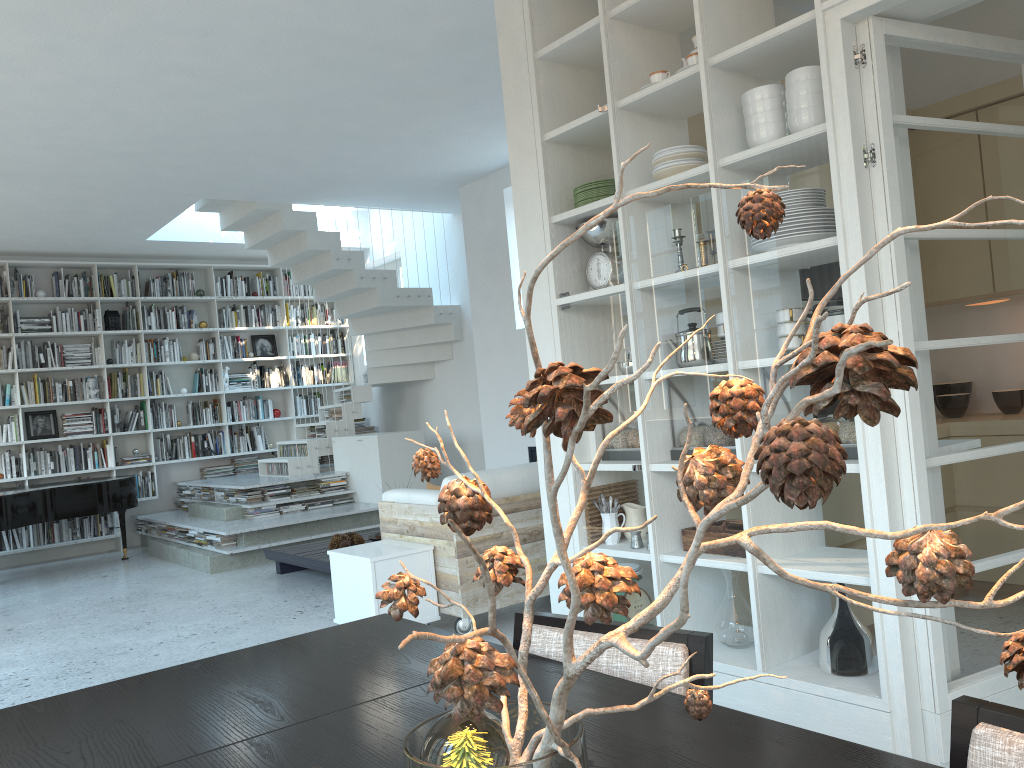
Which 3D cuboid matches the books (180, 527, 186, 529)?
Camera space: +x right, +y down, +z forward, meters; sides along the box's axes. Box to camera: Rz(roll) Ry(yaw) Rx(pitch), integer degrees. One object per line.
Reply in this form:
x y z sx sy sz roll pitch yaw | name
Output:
-3.106 1.372 8.556 0.160 0.008 0.239 -5 -1 -36 | books

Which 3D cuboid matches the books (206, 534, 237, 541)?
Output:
-2.561 1.348 7.825 0.156 0.027 0.287 -4 -1 -42 | books

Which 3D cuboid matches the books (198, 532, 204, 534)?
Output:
-2.753 1.336 8.063 0.178 0.010 0.196 -5 -1 -32 | books

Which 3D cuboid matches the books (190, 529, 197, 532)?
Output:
-2.921 1.357 8.313 0.139 0.013 0.288 -5 -1 -32 | books

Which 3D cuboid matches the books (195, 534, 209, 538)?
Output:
-2.748 1.370 8.064 0.168 0.013 0.281 -4 -1 -42 | books

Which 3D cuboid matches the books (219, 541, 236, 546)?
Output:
-2.536 1.404 7.839 0.132 0.014 0.205 -5 -1 -37 | books

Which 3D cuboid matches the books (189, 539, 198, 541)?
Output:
-2.921 1.442 8.306 0.180 0.008 0.267 -5 -1 -38 | books

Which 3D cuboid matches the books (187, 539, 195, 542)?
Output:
-2.917 1.457 8.308 0.171 0.005 0.297 -5 -1 -38 | books

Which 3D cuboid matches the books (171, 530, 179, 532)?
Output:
-3.286 1.442 8.804 0.155 0.009 0.297 -5 -1 -36 | books

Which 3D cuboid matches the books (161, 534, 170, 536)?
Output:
-3.468 1.531 9.049 0.157 0.014 0.180 -4 -1 -40 | books

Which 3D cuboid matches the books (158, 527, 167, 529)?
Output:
-3.482 1.457 9.044 0.169 0.009 0.242 -4 -1 -41 | books

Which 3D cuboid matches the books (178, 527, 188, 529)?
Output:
-3.102 1.379 8.559 0.157 0.007 0.268 -5 -1 -37 | books

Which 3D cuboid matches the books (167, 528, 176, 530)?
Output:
-3.297 1.422 8.797 0.165 0.014 0.236 -4 -1 -42 | books

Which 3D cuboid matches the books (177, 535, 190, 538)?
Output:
-3.106 1.453 8.550 0.177 0.011 0.220 -5 -1 -35 | books

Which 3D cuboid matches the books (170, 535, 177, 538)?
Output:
-3.288 1.504 8.797 0.160 0.008 0.254 -5 -1 -32 | books

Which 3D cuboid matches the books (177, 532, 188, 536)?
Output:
-3.106 1.435 8.551 0.160 0.025 0.244 -4 -1 -42 | books

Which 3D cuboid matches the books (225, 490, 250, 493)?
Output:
-2.726 1.067 8.827 0.168 0.013 0.281 -4 -1 -40 | books

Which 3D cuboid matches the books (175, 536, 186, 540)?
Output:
-3.112 1.472 8.544 0.189 0.009 0.291 -5 -1 -34 | books

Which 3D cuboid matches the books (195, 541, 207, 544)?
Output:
-2.747 1.424 8.061 0.191 0.006 0.275 -5 -1 -35 | books

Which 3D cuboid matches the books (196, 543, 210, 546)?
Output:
-2.748 1.444 8.059 0.191 0.016 0.209 -5 -1 -32 | books

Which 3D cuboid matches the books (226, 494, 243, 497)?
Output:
-2.721 1.100 8.828 0.177 0.026 0.230 -5 -1 -37 | books

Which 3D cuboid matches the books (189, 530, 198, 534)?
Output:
-2.918 1.377 8.314 0.141 0.028 0.223 -4 -1 -42 | books

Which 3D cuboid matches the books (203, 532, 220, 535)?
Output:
-2.577 1.304 7.816 0.192 0.014 0.256 -4 -1 -41 | books

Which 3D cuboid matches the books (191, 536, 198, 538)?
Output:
-2.924 1.412 8.306 0.171 0.007 0.260 -5 -1 -34 | books

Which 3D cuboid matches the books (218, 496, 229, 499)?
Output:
-2.899 1.149 9.074 0.167 0.024 0.192 -5 -1 -36 | books

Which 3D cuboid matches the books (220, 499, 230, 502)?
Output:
-2.890 1.182 9.078 0.132 0.016 0.262 -5 -1 -32 | books

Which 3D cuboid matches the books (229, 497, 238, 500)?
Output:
-2.711 1.127 8.834 0.155 0.028 0.189 -5 -1 -36 | books

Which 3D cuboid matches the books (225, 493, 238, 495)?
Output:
-2.726 1.083 8.825 0.187 0.009 0.250 -5 -1 -37 | books

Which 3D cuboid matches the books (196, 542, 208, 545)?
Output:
-2.741 1.431 8.065 0.178 0.009 0.277 -5 -1 -39 | books

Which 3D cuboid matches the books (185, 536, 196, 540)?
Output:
-2.927 1.432 8.302 0.189 0.013 0.215 -5 -1 -39 | books

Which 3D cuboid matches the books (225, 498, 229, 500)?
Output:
-2.884 1.167 9.084 0.136 0.013 0.258 -5 -1 -37 | books

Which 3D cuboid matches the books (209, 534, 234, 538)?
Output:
-2.563 1.327 7.825 0.164 0.015 0.243 -5 -1 -33 | books

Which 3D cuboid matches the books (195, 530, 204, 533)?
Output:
-2.754 1.323 8.063 0.182 0.016 0.257 -5 -1 -34 | books

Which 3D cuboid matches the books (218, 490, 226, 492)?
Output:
-2.902 1.085 9.076 0.145 0.017 0.208 -4 -1 -42 | books

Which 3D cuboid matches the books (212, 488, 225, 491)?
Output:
-2.922 1.071 9.062 0.192 0.014 0.256 -4 -1 -41 | books

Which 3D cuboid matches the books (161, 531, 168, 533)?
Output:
-3.470 1.498 9.050 0.164 0.012 0.205 -5 -1 -37 | books

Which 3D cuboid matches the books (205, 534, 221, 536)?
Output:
-2.570 1.315 7.821 0.176 0.010 0.266 -4 -1 -41 | books

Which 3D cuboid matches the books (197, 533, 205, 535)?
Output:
-2.743 1.351 8.069 0.175 0.006 0.251 -5 -1 -37 | books

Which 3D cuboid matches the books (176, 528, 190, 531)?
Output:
-3.112 1.390 8.550 0.170 0.014 0.281 -4 -1 -40 | books

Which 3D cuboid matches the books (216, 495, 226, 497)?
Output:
-2.910 1.131 9.067 0.177 0.015 0.187 -5 -1 -32 | books

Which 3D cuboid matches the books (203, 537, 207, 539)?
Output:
-2.738 1.384 8.071 0.150 0.004 0.290 -5 -1 -33 | books

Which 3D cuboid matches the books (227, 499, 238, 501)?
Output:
-2.714 1.145 8.830 0.154 0.007 0.293 -5 -1 -34 | books

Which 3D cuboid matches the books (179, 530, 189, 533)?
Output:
-3.099 1.413 8.558 0.142 0.017 0.239 -4 -1 -41 | books

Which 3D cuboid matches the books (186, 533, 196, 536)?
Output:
-2.927 1.400 8.305 0.180 0.017 0.183 -4 -1 -40 | books

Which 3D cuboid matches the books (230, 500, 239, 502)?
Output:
-2.709 1.158 8.832 0.142 0.020 0.231 -5 -1 -32 | books

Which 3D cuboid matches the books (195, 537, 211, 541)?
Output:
-2.747 1.394 8.063 0.191 0.015 0.246 -5 -1 -36 | books

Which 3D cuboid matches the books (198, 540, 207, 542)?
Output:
-2.735 1.417 8.070 0.170 0.006 0.268 -5 -1 -37 | books

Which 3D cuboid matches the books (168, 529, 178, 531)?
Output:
-3.290 1.433 8.801 0.169 0.009 0.242 -5 -1 -37 | books

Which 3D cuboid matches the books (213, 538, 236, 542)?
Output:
-2.543 1.370 7.837 0.137 0.019 0.224 -5 -1 -36 | books

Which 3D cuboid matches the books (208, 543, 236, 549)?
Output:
-2.559 1.421 7.821 0.184 0.017 0.230 -5 -1 -35 | books

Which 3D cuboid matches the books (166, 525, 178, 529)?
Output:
-3.301 1.410 8.795 0.179 0.012 0.249 -4 -1 -40 | books

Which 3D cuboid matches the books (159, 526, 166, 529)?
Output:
-3.489 1.445 9.040 0.182 0.016 0.199 -5 -1 -32 | books

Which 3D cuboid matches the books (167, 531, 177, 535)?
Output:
-3.294 1.466 8.796 0.182 0.013 0.287 -5 -1 -36 | books

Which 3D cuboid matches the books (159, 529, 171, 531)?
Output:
-3.476 1.479 9.047 0.159 0.011 0.246 -4 -1 -41 | books

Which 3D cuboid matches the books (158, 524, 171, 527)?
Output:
-3.484 1.429 9.044 0.171 0.015 0.253 -4 -1 -40 | books

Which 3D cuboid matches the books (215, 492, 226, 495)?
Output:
-2.908 1.109 9.070 0.174 0.029 0.250 -5 -1 -39 | books

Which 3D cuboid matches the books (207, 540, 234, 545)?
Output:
-2.567 1.390 7.817 0.187 0.017 0.206 -5 -1 -32 | books

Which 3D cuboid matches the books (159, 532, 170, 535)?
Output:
-3.473 1.511 9.047 0.159 0.012 0.292 -4 -1 -40 | books

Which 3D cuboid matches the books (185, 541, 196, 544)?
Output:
-2.928 1.471 8.299 0.193 0.005 0.225 -4 -1 -41 | books
